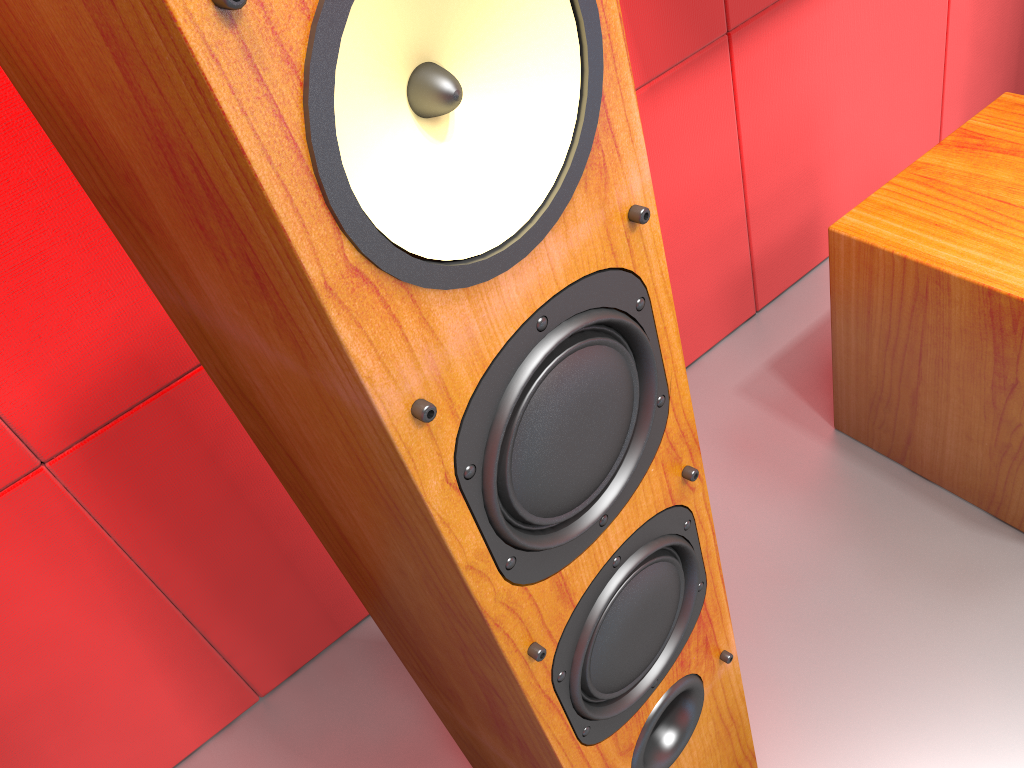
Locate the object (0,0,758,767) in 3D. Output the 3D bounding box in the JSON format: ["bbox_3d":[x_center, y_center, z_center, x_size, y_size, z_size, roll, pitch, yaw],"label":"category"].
[{"bbox_3d":[-0.005,0.092,0.667,0.238,1.052,0.203,25,57,39],"label":"object"}]

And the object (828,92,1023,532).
[{"bbox_3d":[0.671,-0.086,1.122,0.360,0.360,0.360,-36,43,-18],"label":"object"}]
